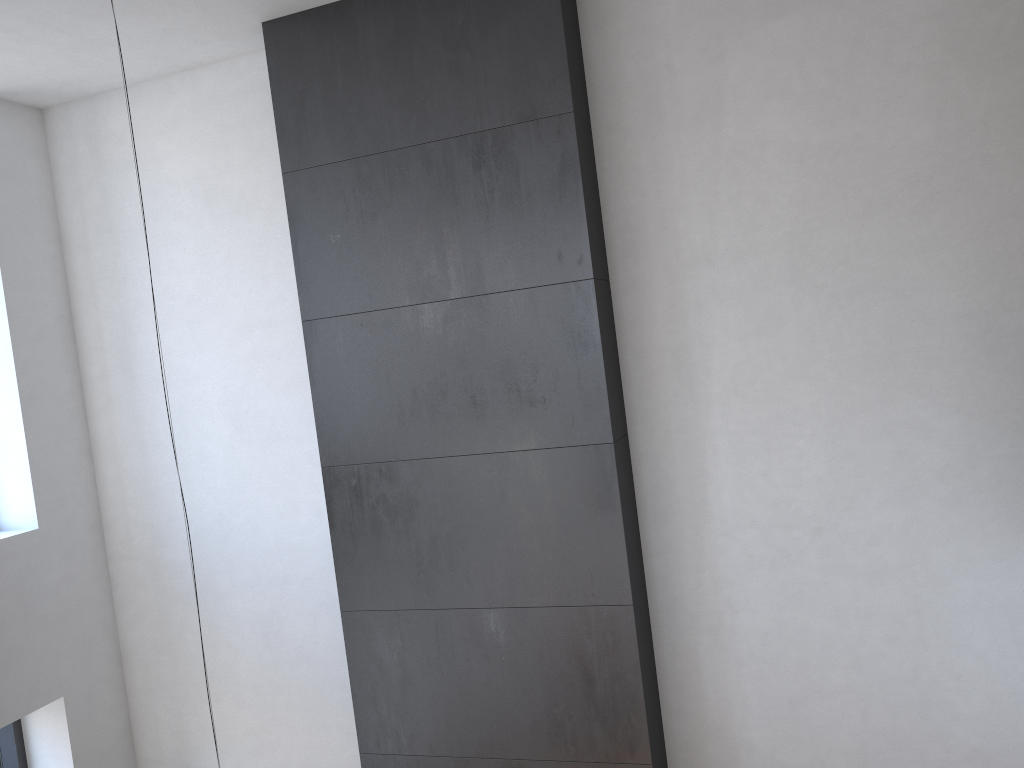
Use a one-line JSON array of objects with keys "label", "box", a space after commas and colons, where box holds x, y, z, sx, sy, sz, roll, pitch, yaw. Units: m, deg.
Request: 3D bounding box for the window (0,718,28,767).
[{"label": "window", "box": [-2.960, 3.024, 4.513, 0.170, 2.402, 1.310, -6, 2, 19]}]

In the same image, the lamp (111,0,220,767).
[{"label": "lamp", "box": [-0.878, 0.537, 2.442, 1.000, 4.513, 1.000, -6, 2, 21]}]

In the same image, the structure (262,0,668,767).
[{"label": "structure", "box": [-0.146, 1.301, 4.189, 1.500, 6.351, 0.722, -6, 2, 19]}]
